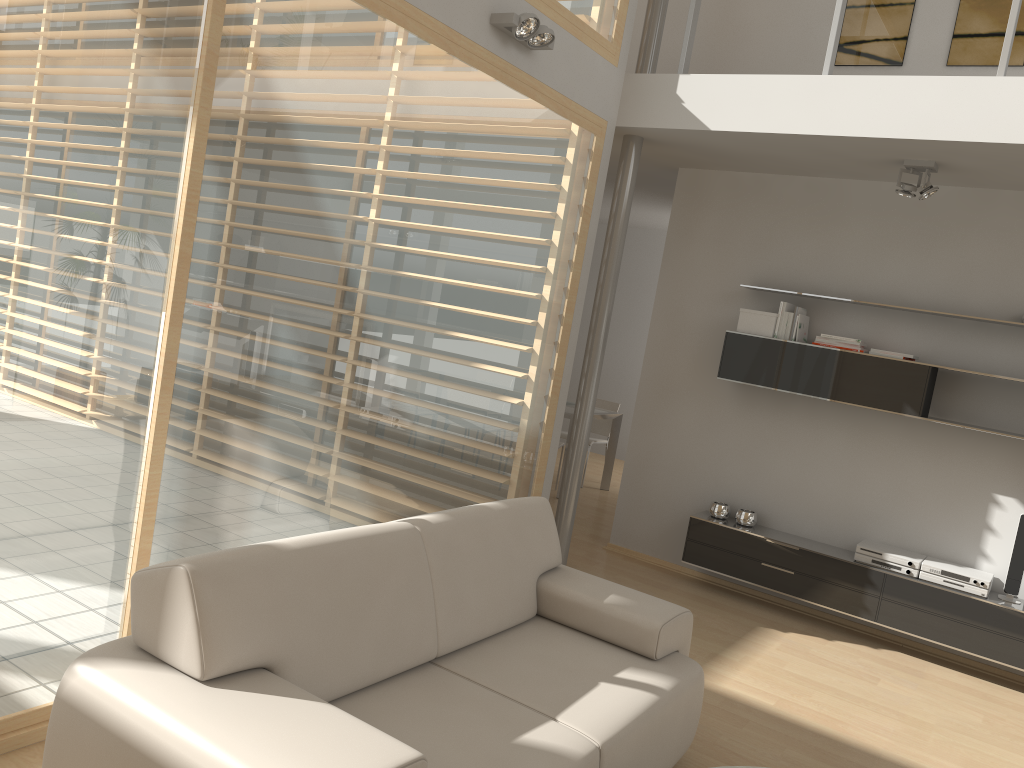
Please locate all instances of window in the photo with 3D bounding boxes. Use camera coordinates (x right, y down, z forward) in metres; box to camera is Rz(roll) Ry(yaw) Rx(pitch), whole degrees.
[{"bbox_3d":[0.059,-2.979,3.740,0.020,2.200,2.525,13,6,32],"label":"window"},{"bbox_3d":[-1.818,-0.223,1.834,0.020,2.500,2.525,13,6,32],"label":"window"},{"bbox_3d":[-0.423,-0.182,3.999,0.020,2.500,2.525,13,6,32],"label":"window"}]

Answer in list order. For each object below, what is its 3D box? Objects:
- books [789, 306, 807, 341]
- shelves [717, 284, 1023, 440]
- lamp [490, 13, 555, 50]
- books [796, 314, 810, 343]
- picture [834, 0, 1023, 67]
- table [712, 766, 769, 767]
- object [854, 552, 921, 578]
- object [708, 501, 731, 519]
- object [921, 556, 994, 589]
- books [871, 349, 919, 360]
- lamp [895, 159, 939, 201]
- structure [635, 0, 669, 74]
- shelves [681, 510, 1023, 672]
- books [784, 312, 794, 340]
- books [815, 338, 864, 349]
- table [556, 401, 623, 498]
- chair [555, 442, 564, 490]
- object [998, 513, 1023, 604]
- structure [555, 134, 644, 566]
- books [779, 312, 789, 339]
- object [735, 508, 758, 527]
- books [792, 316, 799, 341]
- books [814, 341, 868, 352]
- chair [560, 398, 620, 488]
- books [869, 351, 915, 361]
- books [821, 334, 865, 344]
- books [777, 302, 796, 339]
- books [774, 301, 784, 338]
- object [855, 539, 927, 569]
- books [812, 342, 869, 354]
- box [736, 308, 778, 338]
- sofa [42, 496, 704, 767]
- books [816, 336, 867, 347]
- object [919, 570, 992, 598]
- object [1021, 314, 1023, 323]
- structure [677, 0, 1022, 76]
[{"bbox_3d":[1.766,-0.365,5.478,0.021,0.210,0.207,13,6,32],"label":"books"},{"bbox_3d":[3.151,0.222,4.589,4.236,0.914,0.300,13,6,32],"label":"shelves"},{"bbox_3d":[0.074,-1.611,4.064,0.183,0.110,0.360,13,6,32],"label":"lamp"},{"bbox_3d":[1.796,-0.339,5.476,0.023,0.169,0.230,13,6,32],"label":"books"},{"bbox_3d":[2.855,-2.702,4.996,1.684,1.800,0.010,13,6,32],"label":"picture"},{"bbox_3d":[0.814,1.395,2.079,1.198,0.370,1.198,5,7,-41],"label":"table"},{"bbox_3d":[2.200,1.042,5.178,0.349,0.049,0.262,13,6,32],"label":"object"},{"bbox_3d":[1.348,0.820,5.755,0.143,0.091,0.143,7,6,-26],"label":"object"},{"bbox_3d":[2.503,1.062,4.987,0.349,0.049,0.262,13,6,32],"label":"object"},{"bbox_3d":[2.232,-0.174,5.169,0.230,0.017,0.227,13,6,32],"label":"books"},{"bbox_3d":[2.166,-1.079,4.728,0.214,0.195,0.150,13,6,32],"label":"lamp"},{"bbox_3d":[0.984,-2.953,5.181,0.121,2.400,0.122,12,6,20],"label":"structure"},{"bbox_3d":[2.948,1.399,4.697,4.236,0.312,0.300,13,6,32],"label":"shelves"},{"bbox_3d":[1.750,-0.350,5.503,0.027,0.169,0.230,13,6,32],"label":"books"},{"bbox_3d":[1.969,-0.242,5.325,0.254,0.015,0.190,13,6,28],"label":"books"},{"bbox_3d":[-0.166,0.429,8.592,2.199,0.746,0.900,13,6,32],"label":"table"},{"bbox_3d":[0.208,0.539,7.779,0.455,0.807,0.501,11,5,12],"label":"chair"},{"bbox_3d":[2.776,0.950,4.857,0.111,0.483,0.116,13,6,28],"label":"object"},{"bbox_3d":[0.502,-0.156,5.440,0.121,2.700,0.122,12,6,20],"label":"structure"},{"bbox_3d":[1.722,-0.355,5.511,0.027,0.169,0.230,13,6,32],"label":"books"},{"bbox_3d":[1.495,0.854,5.661,0.143,0.091,0.143,7,6,-26],"label":"object"},{"bbox_3d":[1.775,-0.336,5.473,0.009,0.156,0.207,13,6,32],"label":"books"},{"bbox_3d":[1.975,-0.227,5.322,0.268,0.011,0.190,13,6,33],"label":"books"},{"bbox_3d":[0.681,0.542,8.623,0.455,0.807,0.501,13,6,32],"label":"chair"},{"bbox_3d":[2.222,-0.160,5.181,0.190,0.015,0.254,14,7,38],"label":"books"},{"bbox_3d":[1.989,-0.270,5.324,0.227,0.017,0.230,12,6,27],"label":"books"},{"bbox_3d":[1.713,-0.388,5.527,0.017,0.227,0.230,13,6,32],"label":"books"},{"bbox_3d":[1.694,-0.391,5.531,0.017,0.227,0.230,13,6,32],"label":"books"},{"bbox_3d":[2.208,0.994,5.173,0.349,0.049,0.262,13,6,32],"label":"object"},{"bbox_3d":[1.976,-0.214,5.320,0.297,0.013,0.210,13,6,32],"label":"books"},{"bbox_3d":[1.569,-0.377,5.576,0.232,0.149,0.232,13,6,32],"label":"box"},{"bbox_3d":[-0.199,0.908,2.823,1.168,0.846,2.093,13,6,32],"label":"sofa"},{"bbox_3d":[1.976,-0.255,5.317,0.254,0.015,0.190,13,6,33],"label":"books"},{"bbox_3d":[2.498,1.110,4.996,0.349,0.049,0.250,13,6,32],"label":"object"},{"bbox_3d":[2.866,-0.360,4.873,0.115,0.081,0.115,11,5,13],"label":"object"},{"bbox_3d":[3.007,-1.702,3.691,5.400,0.900,0.080,13,6,32],"label":"structure"}]
